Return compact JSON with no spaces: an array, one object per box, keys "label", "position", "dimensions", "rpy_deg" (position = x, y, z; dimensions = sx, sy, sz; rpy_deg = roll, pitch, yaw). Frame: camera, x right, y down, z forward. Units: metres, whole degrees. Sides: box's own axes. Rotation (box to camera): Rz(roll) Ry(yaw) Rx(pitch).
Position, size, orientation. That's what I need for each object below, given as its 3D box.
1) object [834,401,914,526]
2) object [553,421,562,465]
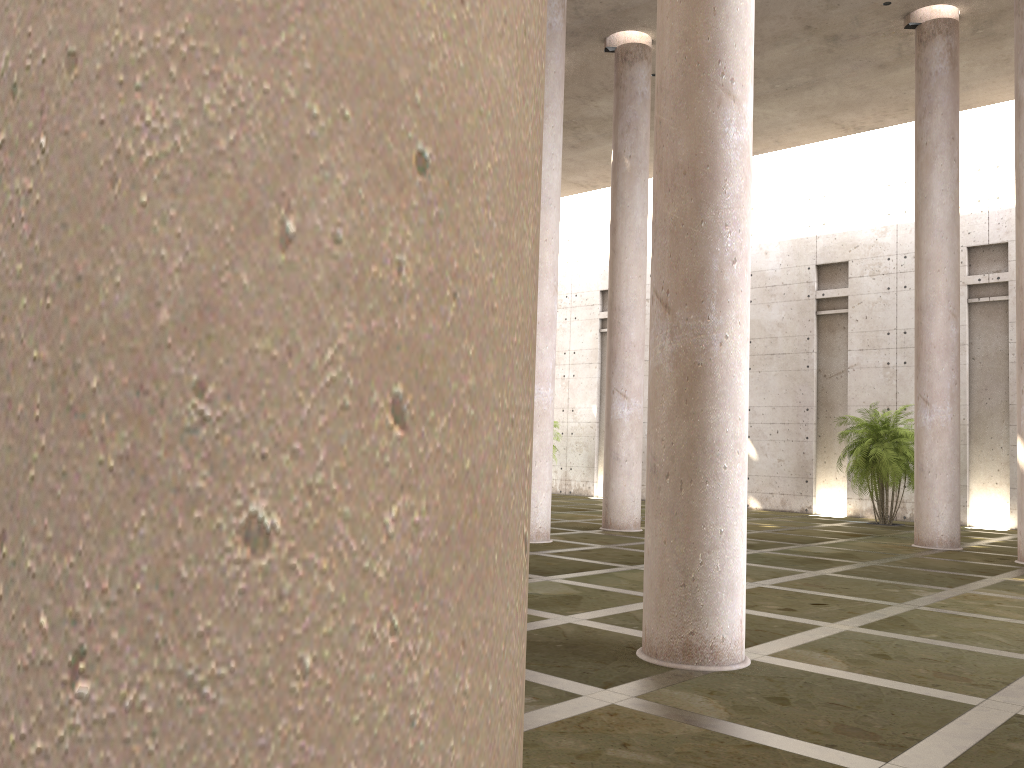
[{"label":"object","position":[9.638,2.099,22.785],"dimensions":[2.483,3.247,2.333],"rpy_deg":[3,-4,-9]},{"label":"object","position":[0.600,2.471,31.064],"dimensions":[2.151,3.126,2.290],"rpy_deg":[0,-5,26]}]
